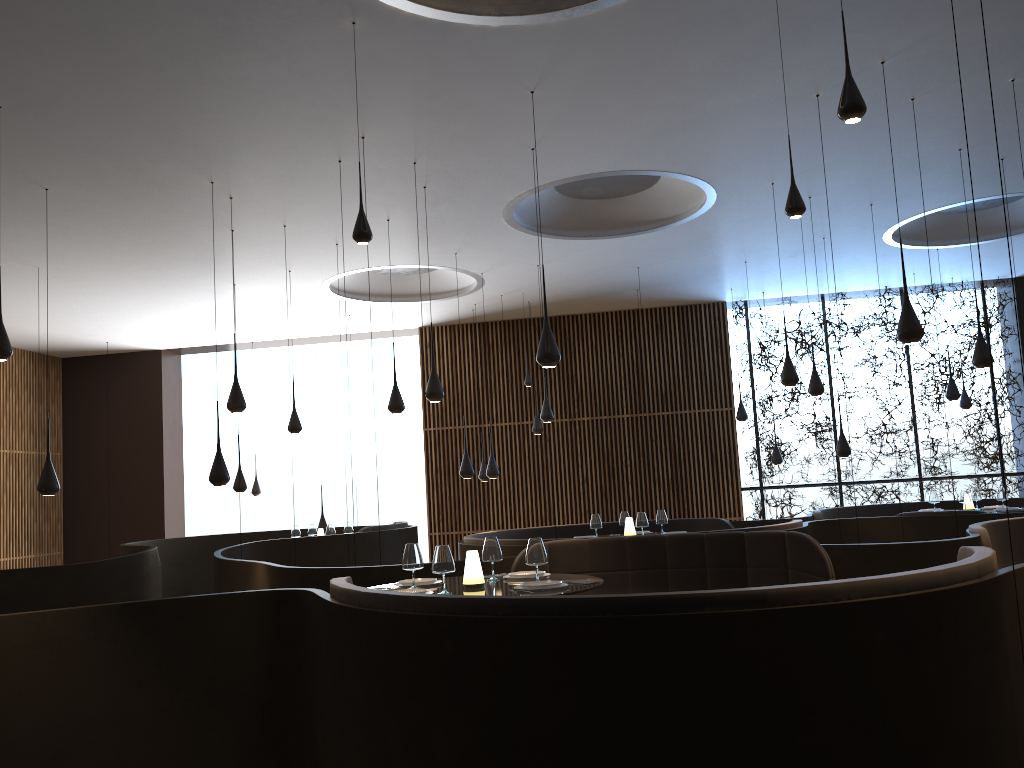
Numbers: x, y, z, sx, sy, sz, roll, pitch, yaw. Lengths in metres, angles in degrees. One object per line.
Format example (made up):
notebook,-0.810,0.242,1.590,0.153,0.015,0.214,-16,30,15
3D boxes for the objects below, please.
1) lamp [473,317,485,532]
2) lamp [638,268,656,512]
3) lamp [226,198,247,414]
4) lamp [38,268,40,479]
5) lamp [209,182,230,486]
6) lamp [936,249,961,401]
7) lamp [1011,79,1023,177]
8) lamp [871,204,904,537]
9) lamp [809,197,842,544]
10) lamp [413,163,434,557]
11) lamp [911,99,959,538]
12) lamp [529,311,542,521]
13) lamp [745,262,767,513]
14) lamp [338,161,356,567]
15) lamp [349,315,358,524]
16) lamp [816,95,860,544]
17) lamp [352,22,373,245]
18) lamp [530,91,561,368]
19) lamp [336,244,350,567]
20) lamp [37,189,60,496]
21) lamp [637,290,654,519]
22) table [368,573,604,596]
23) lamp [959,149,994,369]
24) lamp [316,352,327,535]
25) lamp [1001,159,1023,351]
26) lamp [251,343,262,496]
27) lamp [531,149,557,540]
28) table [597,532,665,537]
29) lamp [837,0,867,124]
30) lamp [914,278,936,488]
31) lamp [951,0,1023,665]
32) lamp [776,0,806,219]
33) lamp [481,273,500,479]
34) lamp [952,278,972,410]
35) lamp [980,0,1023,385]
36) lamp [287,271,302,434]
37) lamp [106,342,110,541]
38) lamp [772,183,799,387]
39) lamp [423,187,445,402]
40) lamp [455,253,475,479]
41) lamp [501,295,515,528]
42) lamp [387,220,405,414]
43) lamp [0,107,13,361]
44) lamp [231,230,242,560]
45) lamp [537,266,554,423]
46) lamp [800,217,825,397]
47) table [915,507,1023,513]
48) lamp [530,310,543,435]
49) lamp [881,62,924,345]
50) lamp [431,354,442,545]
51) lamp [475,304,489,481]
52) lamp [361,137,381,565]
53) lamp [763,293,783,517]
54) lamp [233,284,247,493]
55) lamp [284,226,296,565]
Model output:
lamp,-0.497,1.832,14.984,0.196,6.260,0.196,-5,-6,16
lamp,2.028,1.407,12.695,0.196,6.260,0.196,1,-7,-37
lamp,-2.826,-0.808,9.007,0.196,2.218,0.196,-8,-8,43
lamp,-5.849,1.344,10.979,0.196,6.260,0.196,-6,-6,23
lamp,-2.846,-0.502,8.522,0.196,2.954,0.196,-5,-6,13
lamp,6.258,-0.858,12.798,0.196,2.218,0.196,-3,-6,-7
lamp,4.230,-1.425,7.270,0.196,2.218,0.196,-8,-8,43
lamp,4.465,0.972,10.283,0.196,6.260,0.196,-8,-8,43
lamp,3.594,0.971,9.873,0.196,6.260,0.196,-8,-8,43
lamp,-0.752,1.005,8.153,0.196,6.260,0.196,-7,-7,33
lamp,3.631,0.657,7.342,0.196,6.260,0.196,-8,-8,43
lamp,0.458,1.730,14.593,0.196,6.260,0.196,-5,-6,16
lamp,3.610,1.321,12.721,0.196,6.260,0.196,1,-7,-37
lamp,-1.437,1.025,8.006,0.196,6.260,0.196,-3,-6,-7
lamp,-2.602,1.935,14.855,0.196,6.260,0.196,-2,-6,-17
lamp,2.748,0.684,7.159,0.196,6.260,0.196,-8,-8,43
lamp,-1.015,-1.663,5.852,0.133,1.505,0.133,-4,-6,3
lamp,0.225,-1.233,6.986,0.196,2.218,0.196,1,-7,-37
lamp,-1.989,1.384,10.665,0.196,6.260,0.196,-5,-6,13
lamp,-4.428,-0.421,8.454,0.196,2.954,0.196,-8,-8,43
lamp,2.223,1.578,14.167,0.196,6.260,0.196,-2,-6,-17
table,-0.216,1.818,5.671,1.675,1.021,1.673,-9,-9,42
lamp,4.569,-1.254,8.812,0.196,2.218,0.196,-8,-8,43
lamp,-3.093,0.958,14.279,0.196,2.954,0.196,1,-7,-37
lamp,5.300,0.763,8.966,0.196,6.260,0.196,-6,-6,23
lamp,-4.952,0.668,17.048,0.196,2.954,0.196,-7,-7,33
lamp,0.371,0.919,7.974,0.196,6.260,0.196,-8,-8,43
table,1.410,2.296,10.297,1.673,1.021,1.676,-5,-7,18
lamp,1.583,-2.002,4.298,0.133,1.505,0.133,-4,-6,3
lamp,6.714,1.318,14.120,0.196,6.260,0.196,-7,-7,33
lamp,2.442,1.015,4.293,0.196,6.260,0.196,1,-7,-37
lamp,1.800,-1.830,5.821,0.133,1.505,0.133,-4,-6,3
lamp,-0.351,-0.130,12.681,0.196,2.954,0.196,1,-7,-37
lamp,7.467,-0.679,14.803,0.196,2.218,0.196,-7,-7,33
lamp,2.346,0.317,4.000,0.196,6.260,0.196,1,-7,-37
lamp,-2.969,-0.433,11.985,0.196,2.218,0.196,-8,-8,43
lamp,-5.562,2.519,12.267,0.196,6.260,0.196,-6,-6,23
lamp,2.893,-1.072,9.520,0.196,2.218,0.196,-8,-8,43
lamp,-0.835,-0.923,9.022,0.196,2.218,0.196,-4,-6,3
lamp,-0.658,-0.252,11.554,0.196,2.954,0.196,0,-6,-27
lamp,0.009,1.682,13.994,0.196,6.260,0.196,-7,-7,36
lamp,-1.352,-0.767,10.019,0.196,2.218,0.196,-5,-6,13
lamp,-3.425,-1.017,5.928,0.153,1.732,0.153,0,-6,-27
lamp,-3.035,1.348,9.891,0.196,6.260,0.196,-8,-8,43
lamp,0.429,-0.570,12.435,0.196,2.218,0.196,-4,-6,3
lamp,3.610,-0.953,10.786,0.196,2.218,0.196,-8,-8,43
table,6.245,2.233,12.005,1.672,1.021,1.677,1,-8,-31
lamp,0.367,-0.260,14.947,0.196,2.218,0.196,-7,-7,33
lamp,2.954,-1.406,6.810,0.196,2.218,0.196,-8,-8,43
lamp,-1.232,2.589,15.350,0.196,6.260,0.196,-2,-6,-17
lamp,-0.534,0.130,14.707,0.196,2.954,0.196,-3,-6,-7
lamp,-1.133,0.945,7.497,0.196,6.260,0.196,-3,-6,-7
lamp,4.498,1.543,14.926,0.196,6.260,0.196,-7,-7,33
lamp,-3.874,0.049,12.515,0.196,2.954,0.196,-8,-8,43
lamp,-2.421,1.306,9.834,0.196,6.260,0.196,-5,-6,13
